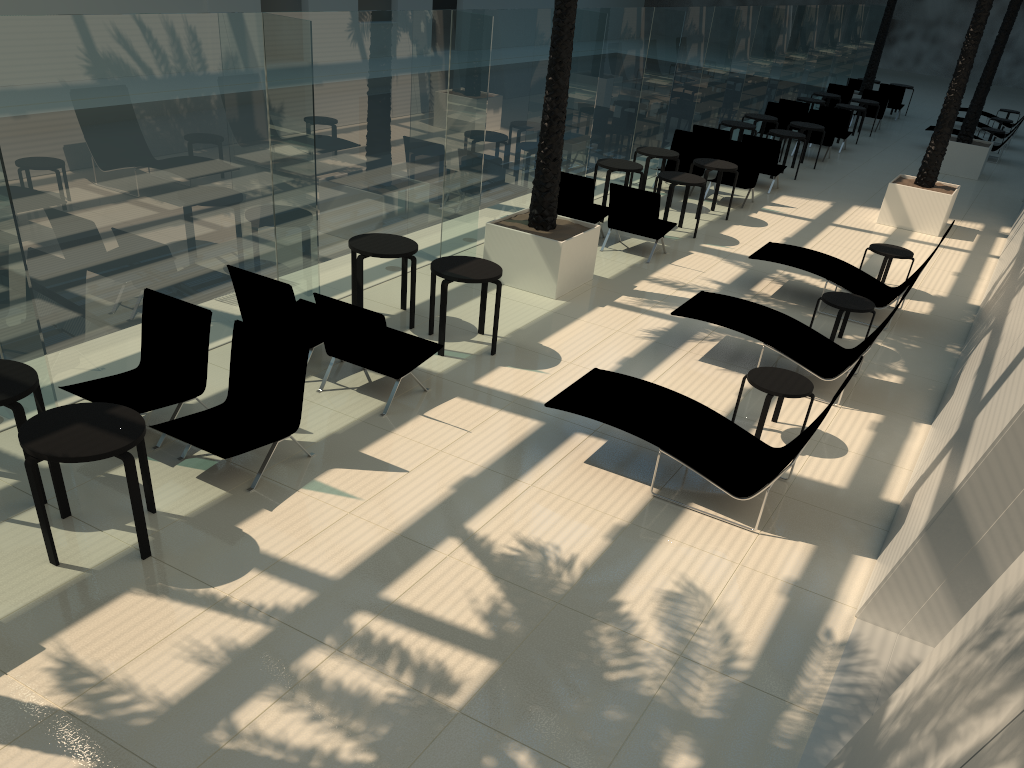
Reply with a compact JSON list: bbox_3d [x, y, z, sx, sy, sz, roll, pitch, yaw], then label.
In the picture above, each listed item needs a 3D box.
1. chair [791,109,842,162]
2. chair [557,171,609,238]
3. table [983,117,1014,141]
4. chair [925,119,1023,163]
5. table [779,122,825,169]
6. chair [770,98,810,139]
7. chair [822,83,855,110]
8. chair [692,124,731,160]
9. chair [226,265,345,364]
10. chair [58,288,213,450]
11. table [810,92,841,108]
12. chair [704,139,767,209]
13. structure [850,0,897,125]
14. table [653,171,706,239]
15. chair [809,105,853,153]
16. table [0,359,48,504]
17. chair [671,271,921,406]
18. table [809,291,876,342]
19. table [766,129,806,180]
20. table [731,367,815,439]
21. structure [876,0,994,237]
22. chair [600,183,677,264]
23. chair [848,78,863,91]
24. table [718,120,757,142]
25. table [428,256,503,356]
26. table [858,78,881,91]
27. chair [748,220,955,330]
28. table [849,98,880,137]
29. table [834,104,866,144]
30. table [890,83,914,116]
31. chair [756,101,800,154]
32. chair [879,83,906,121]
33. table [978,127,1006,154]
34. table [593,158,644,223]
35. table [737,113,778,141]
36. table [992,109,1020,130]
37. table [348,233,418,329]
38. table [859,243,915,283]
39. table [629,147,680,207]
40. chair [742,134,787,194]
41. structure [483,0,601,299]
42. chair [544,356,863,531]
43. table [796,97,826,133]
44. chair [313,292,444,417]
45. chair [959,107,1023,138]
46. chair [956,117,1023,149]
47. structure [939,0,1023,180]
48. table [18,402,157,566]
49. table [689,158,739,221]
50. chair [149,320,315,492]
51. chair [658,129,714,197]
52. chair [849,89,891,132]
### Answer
[{"bbox_3d":[6.512,-5.329,18.715,0.699,0.957,0.839,21,33,23],"label":"chair"},{"bbox_3d":[0.937,-2.495,11.990,0.699,0.957,0.839,21,33,23],"label":"chair"},{"bbox_3d":[13.288,-6.947,23.803,0.552,0.558,0.512,-4,31,-18],"label":"table"},{"bbox_3d":[11.114,-6.140,20.989,1.991,1.247,0.871,19,33,22],"label":"chair"},{"bbox_3d":[5.942,-4.886,17.865,0.677,0.841,0.629,-4,32,-17],"label":"table"},{"bbox_3d":[6.579,-6.149,20.313,0.699,0.957,0.839,21,33,23],"label":"chair"},{"bbox_3d":[8.617,-7.482,23.344,0.699,0.957,0.839,21,33,23],"label":"chair"},{"bbox_3d":[3.740,-4.311,16.125,0.699,0.957,0.839,21,33,23],"label":"chair"},{"bbox_3d":[-1.921,-0.644,7.774,0.699,0.957,0.839,21,33,23],"label":"chair"},{"bbox_3d":[-2.786,-0.097,6.522,0.699,0.957,0.839,21,33,23],"label":"chair"},{"bbox_3d":[8.015,-7.050,22.507,0.677,0.841,0.629,-4,32,-17],"label":"table"},{"bbox_3d":[3.679,-3.494,14.536,0.699,0.957,0.839,21,33,23],"label":"chair"},{"bbox_3d":[10.162,-10.654,22.626,4.318,7.555,4.589,-21,40,-37],"label":"structure"},{"bbox_3d":[2.382,-2.588,12.629,0.675,0.841,0.631,-7,33,-21],"label":"table"},{"bbox_3d":[7.383,-5.880,19.976,0.699,0.957,0.839,21,33,23],"label":"chair"},{"bbox_3d":[-3.388,0.335,5.686,0.679,0.841,0.627,-2,31,-14],"label":"table"},{"bbox_3d":[2.695,-0.688,8.570,1.991,1.247,0.871,19,33,22],"label":"chair"},{"bbox_3d":[3.578,-0.658,9.479,0.552,0.558,0.512,-4,31,-18],"label":"table"},{"bbox_3d":[5.198,-4.412,16.782,0.675,0.841,0.631,-7,33,-21],"label":"table"},{"bbox_3d":[2.246,0.204,7.515,0.552,0.558,0.512,-4,31,-18],"label":"table"},{"bbox_3d":[7.171,-5.815,12.765,4.585,7.420,4.002,-10,34,-25],"label":"structure"},{"bbox_3d":[1.740,-2.226,11.653,0.699,0.957,0.839,21,33,23],"label":"chair"},{"bbox_3d":[10.199,-8.494,25.653,0.699,0.957,0.839,21,33,23],"label":"chair"},{"bbox_3d":[4.363,-4.692,17.133,0.675,0.841,0.631,-7,33,-21],"label":"table"},{"bbox_3d":[-0.463,-0.746,8.432,0.675,0.841,0.631,-7,33,-21],"label":"table"},{"bbox_3d":[10.758,-8.834,26.568,0.679,0.841,0.627,-2,31,-14],"label":"table"},{"bbox_3d":[3.987,-1.525,10.475,1.991,1.247,0.871,19,33,22],"label":"chair"},{"bbox_3d":[8.851,-6.770,22.156,0.677,0.841,0.629,-4,32,-17],"label":"table"},{"bbox_3d":[8.031,-6.247,20.962,0.675,0.841,0.631,-7,33,-21],"label":"table"},{"bbox_3d":[11.594,-8.554,26.217,0.679,0.841,0.627,-2,31,-14],"label":"table"},{"bbox_3d":[5.708,-5.598,19.052,0.699,0.957,0.839,21,33,23],"label":"chair"},{"bbox_3d":[11.003,-8.225,25.316,0.699,0.957,0.839,21,33,23],"label":"chair"},{"bbox_3d":[11.997,-6.110,21.898,0.552,0.558,0.512,-4,31,-18],"label":"table"},{"bbox_3d":[1.547,-2.868,12.980,0.675,0.841,0.631,-7,33,-21],"label":"table"},{"bbox_3d":[5.106,-5.166,18.216,0.677,0.841,0.629,-4,32,-17],"label":"table"},{"bbox_3d":[14.580,-7.783,25.708,0.552,0.558,0.512,-4,31,-18],"label":"table"},{"bbox_3d":[-1.299,-1.025,8.782,0.675,0.841,0.631,-7,33,-21],"label":"table"},{"bbox_3d":[4.870,-1.494,11.384,0.550,0.558,0.514,-7,32,-21],"label":"table"},{"bbox_3d":[2.273,-3.331,14.036,0.677,0.841,0.629,-4,32,-17],"label":"table"},{"bbox_3d":[4.543,-4.042,15.787,0.699,0.957,0.839,21,33,23],"label":"chair"},{"bbox_3d":[0.554,-4.427,8.445,4.751,7.555,4.167,17,32,17],"label":"structure"},{"bbox_3d":[1.363,0.174,6.606,1.991,1.247,0.871,19,33,22],"label":"chair"},{"bbox_3d":[7.196,-6.526,21.312,0.675,0.841,0.631,-7,33,-21],"label":"table"},{"bbox_3d":[-1.117,-0.375,7.437,0.699,0.957,0.839,21,33,23],"label":"chair"},{"bbox_3d":[13.697,-7.813,24.799,1.991,1.247,0.871,19,33,22],"label":"chair"},{"bbox_3d":[12.405,-6.977,22.894,1.991,1.247,0.871,19,33,22],"label":"chair"},{"bbox_3d":[10.004,-7.798,17.301,4.633,7.355,3.957,9,31,5],"label":"structure"},{"bbox_3d":[-2.552,0.615,5.335,0.679,0.841,0.627,-2,31,-14],"label":"table"},{"bbox_3d":[3.109,-3.051,13.686,0.677,0.841,0.629,-4,32,-17],"label":"table"},{"bbox_3d":[-1.982,0.172,6.185,0.699,0.957,0.839,21,33,23],"label":"chair"},{"bbox_3d":[2.875,-3.763,14.873,0.699,0.957,0.839,21,33,23],"label":"chair"},{"bbox_3d":[9.421,-7.213,23.006,0.699,0.957,0.839,21,33,23],"label":"chair"}]
